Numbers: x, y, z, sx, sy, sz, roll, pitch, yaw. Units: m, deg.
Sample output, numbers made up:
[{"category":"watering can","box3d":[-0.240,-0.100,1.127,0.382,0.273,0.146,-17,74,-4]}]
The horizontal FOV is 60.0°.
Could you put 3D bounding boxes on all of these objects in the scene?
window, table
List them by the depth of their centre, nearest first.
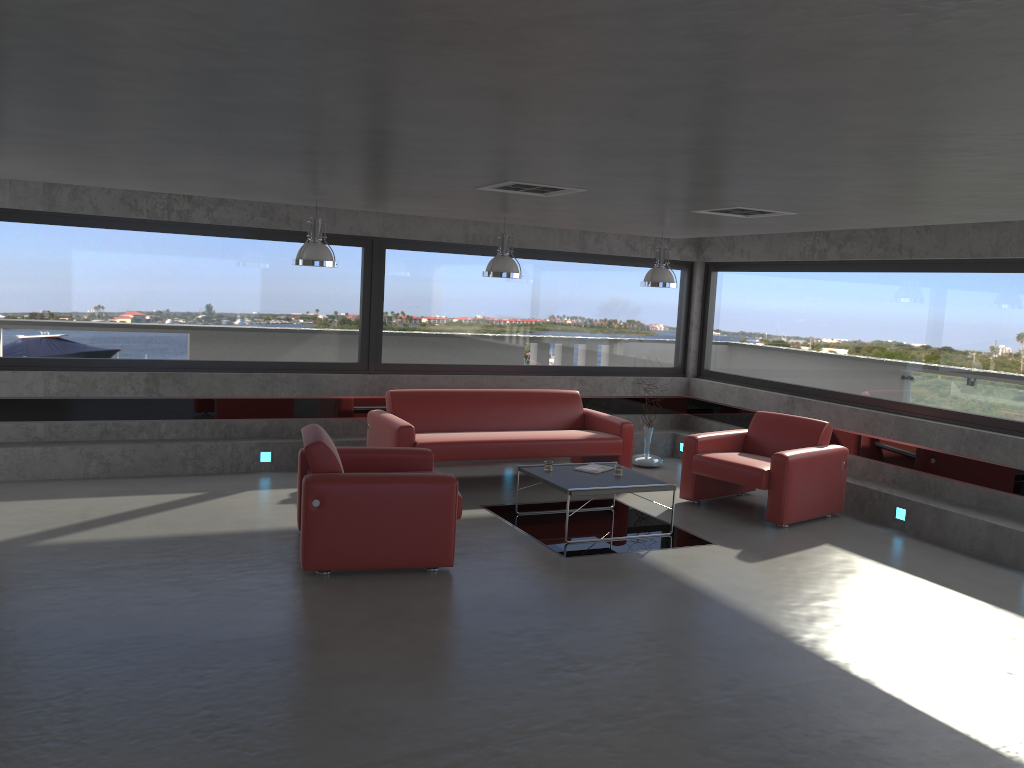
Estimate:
[{"category":"table","box3d":[0.697,0.991,7.612,1.018,0.436,0.994,0,7,-25]},{"category":"window","box3d":[3.488,-0.563,9.399,0.003,1.364,4.583,0,7,-25]},{"category":"window","box3d":[-1.329,-0.871,9.864,7.800,1.364,0.003,0,7,-25]}]

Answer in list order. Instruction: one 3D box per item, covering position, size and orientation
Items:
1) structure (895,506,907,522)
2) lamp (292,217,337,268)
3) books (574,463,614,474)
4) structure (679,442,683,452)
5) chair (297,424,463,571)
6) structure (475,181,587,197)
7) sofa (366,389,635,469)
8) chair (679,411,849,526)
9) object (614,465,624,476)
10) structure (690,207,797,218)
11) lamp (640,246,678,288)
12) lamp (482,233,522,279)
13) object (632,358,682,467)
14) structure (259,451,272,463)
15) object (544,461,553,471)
[{"category":"structure","box3d":[3.502,1.170,7.987,0.004,0.123,0.123,0,7,-25]},{"category":"lamp","box3d":[-1.715,-1.240,7.733,0.388,0.422,0.389,0,7,-25]},{"category":"books","box3d":[0.730,0.748,7.871,0.228,0.022,0.326,7,7,35]},{"category":"structure","box3d":[2.110,0.785,10.964,0.004,0.123,0.123,0,7,-25]},{"category":"chair","box3d":[-0.979,0.765,6.512,1.130,0.854,1.196,1,6,-15]},{"category":"structure","box3d":[0.128,-1.421,5.937,0.563,0.240,0.563,0,7,-25]},{"category":"sofa","box3d":[-0.093,0.534,9.189,2.626,0.854,1.120,0,7,-25]},{"category":"chair","box3d":[2.382,0.743,8.467,1.130,0.854,1.196,-2,8,-40]},{"category":"object","box3d":[0.924,0.750,7.684,0.079,0.077,0.079,1,6,-17]},{"category":"structure","box3d":[1.748,-1.412,6.696,0.563,0.240,0.563,0,7,-25]},{"category":"lamp","box3d":[1.546,-1.223,9.259,0.389,0.422,0.388,-1,7,-36]},{"category":"lamp","box3d":[-0.084,-1.232,8.496,0.388,0.422,0.389,0,7,-25]},{"category":"object","box3d":[1.633,0.317,10.422,0.466,1.289,0.531,2,6,-12]},{"category":"structure","box3d":[-2.500,0.740,9.002,0.123,0.123,0.004,0,7,-25]},{"category":"object","box3d":[0.319,0.713,7.728,0.079,0.077,0.079,-2,8,-42]}]
